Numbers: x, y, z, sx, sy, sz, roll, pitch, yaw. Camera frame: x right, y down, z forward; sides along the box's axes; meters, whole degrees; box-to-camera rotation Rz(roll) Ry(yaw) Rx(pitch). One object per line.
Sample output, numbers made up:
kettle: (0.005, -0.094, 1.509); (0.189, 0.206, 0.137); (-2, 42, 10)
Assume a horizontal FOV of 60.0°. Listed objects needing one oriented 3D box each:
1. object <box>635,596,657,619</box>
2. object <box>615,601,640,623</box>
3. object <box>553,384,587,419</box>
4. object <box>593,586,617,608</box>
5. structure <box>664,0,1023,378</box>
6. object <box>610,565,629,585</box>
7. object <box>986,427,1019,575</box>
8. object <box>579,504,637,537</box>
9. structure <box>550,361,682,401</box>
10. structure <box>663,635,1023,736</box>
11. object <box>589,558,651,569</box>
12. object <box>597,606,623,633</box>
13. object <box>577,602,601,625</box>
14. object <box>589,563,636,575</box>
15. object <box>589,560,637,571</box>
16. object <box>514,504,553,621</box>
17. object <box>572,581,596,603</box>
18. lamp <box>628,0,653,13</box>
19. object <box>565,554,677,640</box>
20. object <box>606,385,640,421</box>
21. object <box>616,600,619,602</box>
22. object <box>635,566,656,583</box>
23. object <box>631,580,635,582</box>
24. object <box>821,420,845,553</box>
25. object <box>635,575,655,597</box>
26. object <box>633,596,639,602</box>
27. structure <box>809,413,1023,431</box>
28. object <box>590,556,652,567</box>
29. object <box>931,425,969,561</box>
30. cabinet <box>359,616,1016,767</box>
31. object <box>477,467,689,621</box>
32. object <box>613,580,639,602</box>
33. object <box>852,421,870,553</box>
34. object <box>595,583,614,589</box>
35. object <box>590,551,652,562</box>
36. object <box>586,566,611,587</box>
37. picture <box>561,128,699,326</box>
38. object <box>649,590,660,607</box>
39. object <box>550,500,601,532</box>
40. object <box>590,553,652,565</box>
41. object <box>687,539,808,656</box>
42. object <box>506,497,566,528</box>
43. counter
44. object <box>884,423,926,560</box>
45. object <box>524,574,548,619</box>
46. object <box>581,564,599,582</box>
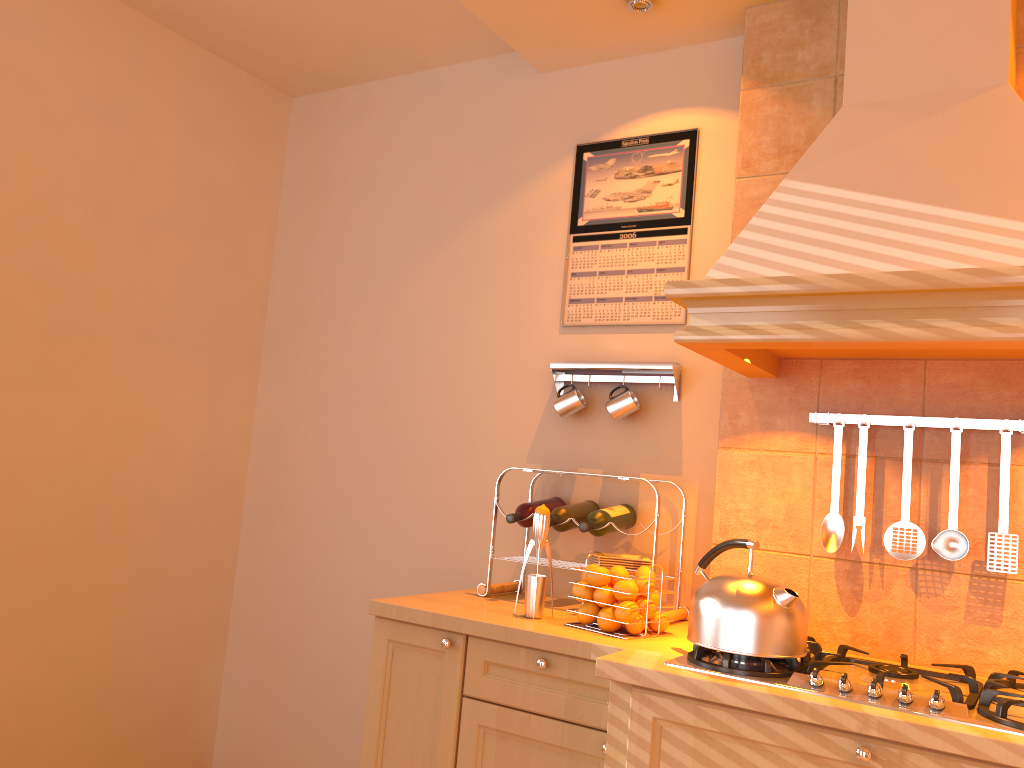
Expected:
object: (0.320, 0.542, 2.150); (0.061, 0.055, 0.051); (8, -7, -29)
object: (0.272, 0.540, 2.099); (0.061, 0.054, 0.052); (9, -7, -31)
object: (0.179, 0.053, 2.729); (0.103, 0.111, 0.066); (2, -7, 25)
object: (0.227, 0.518, 2.159); (0.062, 0.053, 0.052); (9, -7, -36)
structure: (0.745, -0.702, 0.366); (1.061, 1.148, 4.091); (4, -6, 6)
object: (0.265, 0.477, 2.200); (0.051, 0.053, 0.063); (6, -6, -7)
object: (1.092, 0.255, 1.967); (0.061, 0.323, 0.020); (1, -7, 32)
object: (0.264, 0.382, 2.498); (0.076, 0.095, 0.282); (1, -7, 32)
structure: (0.306, -0.016, 2.689); (0.405, 0.118, 0.069); (1, -7, 32)
structure: (0.774, 0.588, 1.800); (0.797, 0.051, 0.494); (1, -7, 32)
object: (0.300, 0.501, 2.452); (0.163, 0.011, 0.172); (5, -6, 1)
object: (0.238, 0.569, 2.143); (0.064, 0.063, 0.074); (4, -6, 12)
object: (0.189, 0.562, 2.179); (0.060, 0.057, 0.052); (6, -6, -6)
object: (0.299, 0.514, 2.451); (0.163, 0.011, 0.172); (5, -6, 1)
object: (0.300, 0.508, 2.452); (0.163, 0.011, 0.172); (5, -6, 1)
object: (0.055, 0.453, 2.286); (0.088, 0.288, 0.101); (1, -7, 32)
object: (0.179, 0.516, 2.198); (0.053, 0.051, 0.063); (10, -8, -39)
lamp: (0.364, -1.078, 2.513); (0.070, 0.021, 0.070); (3, -6, 15)
object: (0.272, 0.520, 2.196); (0.189, 0.174, 0.207); (11, -8, -43)
object: (0.330, 0.056, 2.635); (0.103, 0.111, 0.066); (2, -7, 25)
object: (0.266, 0.534, 2.284); (0.053, 0.055, 0.060); (1, -7, 35)
object: (0.335, 0.488, 2.228); (0.050, 0.060, 0.059); (6, -6, -8)
object: (0.294, 0.514, 2.225); (0.055, 0.051, 0.061); (7, -6, -14)
object: (0.784, 0.248, 2.153); (0.055, 0.323, 0.028); (1, -7, 32)
object: (0.323, 0.493, 2.161); (0.051, 0.053, 0.063); (5, -6, 5)
object: (0.294, 0.538, 2.166); (0.051, 0.053, 0.062); (5, -6, 0)
structure: (0.963, 0.090, 2.093); (0.506, 0.024, 0.009); (1, -7, 32)
object: (0.301, 0.495, 2.453); (0.163, 0.011, 0.172); (5, -6, 1)
object: (1.013, 0.249, 2.038); (0.077, 0.309, 0.037); (1, -7, 31)
cabinet: (0.823, 1.053, 1.564); (2.850, 0.840, 1.141); (1, -7, 32)
object: (0.211, 0.446, 2.529); (0.572, 0.379, 0.221); (1, -7, 32)
object: (0.273, 0.497, 2.130); (0.061, 0.052, 0.053); (5, -6, 5)
object: (0.839, 0.248, 2.131); (0.028, 0.319, 0.006); (1, -7, 32)
object: (0.234, 0.521, 2.214); (0.064, 0.053, 0.051); (6, -6, -5)
object: (0.302, 0.481, 2.455); (0.163, 0.011, 0.172); (5, -6, 1)
object: (0.212, 0.473, 2.173); (0.063, 0.051, 0.053); (0, -8, 39)
picture: (0.362, -0.481, 2.765); (0.417, 0.605, 0.009); (1, -7, 32)
object: (0.342, 0.535, 2.206); (0.053, 0.054, 0.061); (0, -8, 38)
object: (0.165, 0.380, 2.559); (0.076, 0.095, 0.282); (1, -7, 32)
object: (0.302, 0.488, 2.454); (0.163, 0.011, 0.172); (5, -6, 1)
object: (0.495, 0.436, 1.870); (0.251, 0.215, 0.242); (3, -6, 19)
object: (0.067, 0.377, 2.620); (0.076, 0.095, 0.282); (1, -7, 32)
counter: (0.703, 0.637, 1.925); (2.250, 0.038, 0.770); (1, -7, 32)
object: (0.923, 0.250, 2.073); (0.090, 0.320, 0.017); (1, -7, 32)
object: (0.059, 0.543, 2.269); (0.060, 0.106, 0.060); (5, -6, 0)
object: (0.201, 0.481, 2.224); (0.052, 0.060, 0.057); (7, -6, -20)
